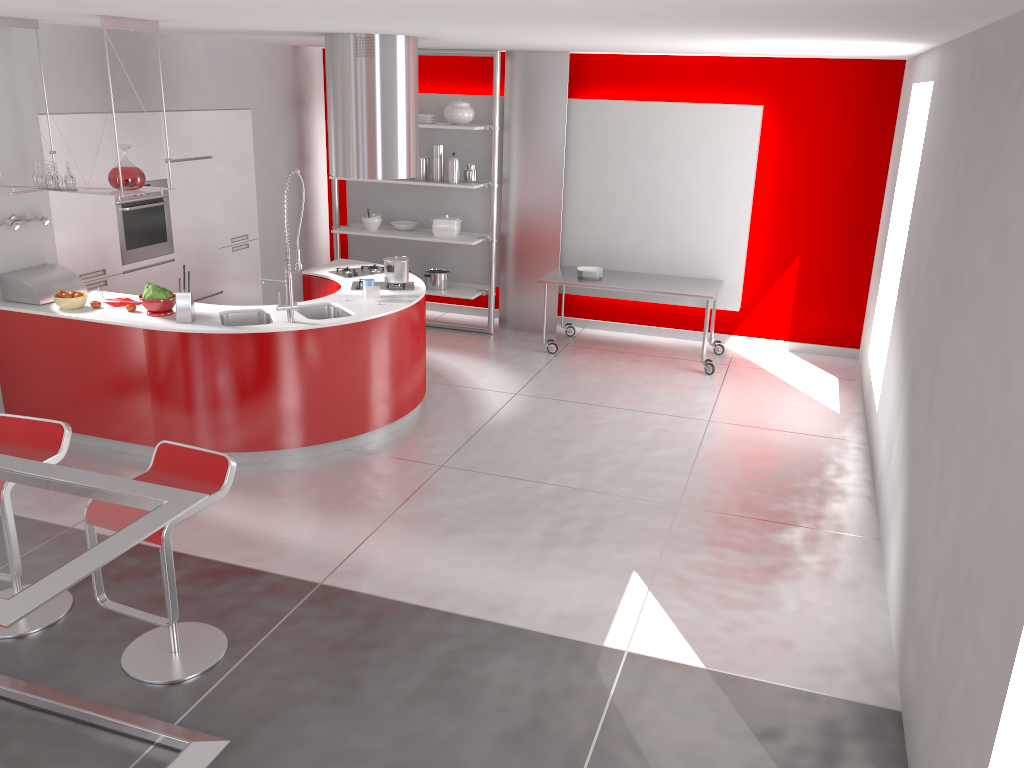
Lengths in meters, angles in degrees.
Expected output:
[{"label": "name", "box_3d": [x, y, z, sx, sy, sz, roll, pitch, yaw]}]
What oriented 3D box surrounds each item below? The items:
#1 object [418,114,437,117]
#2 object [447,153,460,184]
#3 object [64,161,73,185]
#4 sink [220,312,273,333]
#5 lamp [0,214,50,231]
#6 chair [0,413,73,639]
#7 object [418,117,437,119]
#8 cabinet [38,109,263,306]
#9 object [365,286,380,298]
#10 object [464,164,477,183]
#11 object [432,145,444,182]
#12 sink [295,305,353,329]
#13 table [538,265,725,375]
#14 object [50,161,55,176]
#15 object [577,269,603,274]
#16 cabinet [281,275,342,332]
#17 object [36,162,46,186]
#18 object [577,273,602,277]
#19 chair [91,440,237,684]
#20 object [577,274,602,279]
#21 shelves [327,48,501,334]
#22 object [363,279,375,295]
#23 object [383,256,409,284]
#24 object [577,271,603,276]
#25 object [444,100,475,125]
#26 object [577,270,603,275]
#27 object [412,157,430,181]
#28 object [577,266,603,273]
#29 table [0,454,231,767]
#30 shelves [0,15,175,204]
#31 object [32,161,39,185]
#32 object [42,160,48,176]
[{"label": "object", "box_3d": [-0.812, -2.474, 8.204, 0.200, 0.030, 0.200, 8, 20, 17]}, {"label": "object", "box_3d": [-0.533, -1.977, 8.115, 0.115, 0.274, 0.115, 5, 19, 10]}, {"label": "object", "box_3d": [-2.781, -1.321, 5.558, 0.060, 0.141, 0.060, 8, 20, 17]}, {"label": "sink", "box_3d": [-1.665, -0.318, 5.585, 0.326, 0.172, 0.428, -5, 20, -20]}, {"label": "lamp", "box_3d": [-3.161, -1.047, 5.745, 0.155, 0.081, 0.454, 8, 20, 17]}, {"label": "chair", "box_3d": [-2.186, 0.610, 3.868, 0.418, 0.857, 0.460, 6, 19, 13]}, {"label": "object", "box_3d": [-0.813, -2.459, 8.209, 0.200, 0.030, 0.200, 8, 20, 17]}, {"label": "cabinet", "box_3d": [-3.052, -1.202, 7.327, 0.614, 2.026, 2.398, 8, 20, 17]}, {"label": "object", "box_3d": [-0.954, -0.630, 6.052, 0.100, 0.080, 0.109, -2, 19, -11]}, {"label": "object", "box_3d": [-0.388, -1.965, 8.276, 0.127, 0.157, 0.127, 12, 21, 27]}, {"label": "object", "box_3d": [-0.682, -2.040, 8.202, 0.109, 0.329, 0.110, 7, 19, 15]}, {"label": "sink", "box_3d": [-1.230, -0.376, 5.794, 0.326, 0.172, 0.428, -10, 22, -31]}, {"label": "table", "box_3d": [1.096, -0.606, 8.045, 1.627, 0.682, 0.749, 8, 20, 18]}, {"label": "object", "box_3d": [-2.881, -1.326, 5.565, 0.060, 0.141, 0.060, 8, 20, 17]}, {"label": "object", "box_3d": [0.703, -1.018, 8.003, 0.228, 0.020, 0.228, 2, 19, 0]}, {"label": "cabinet", "box_3d": [-2.102, -0.252, 6.293, 1.875, 0.761, 1.025, -7, 21, -25]}, {"label": "object", "box_3d": [-2.906, -1.295, 5.469, 0.060, 0.141, 0.060, 0, 19, -5]}, {"label": "object", "box_3d": [0.702, -0.989, 8.013, 0.228, 0.020, 0.228, 2, 19, 0]}, {"label": "chair", "box_3d": [-1.396, 0.719, 3.618, 0.418, 0.857, 0.460, 9, 20, 22]}, {"label": "object", "box_3d": [0.701, -0.980, 8.016, 0.228, 0.020, 0.228, 2, 19, 0]}, {"label": "shelves", "box_3d": [-0.954, -1.828, 8.477, 1.735, 2.599, 0.535, 8, 20, 17]}, {"label": "object", "box_3d": [-0.995, -0.679, 6.165, 0.080, 0.100, 0.109, -1, 19, -8]}, {"label": "object", "box_3d": [-0.842, -0.837, 6.463, 0.189, 0.185, 0.218, -5, 20, -19]}, {"label": "object", "box_3d": [0.702, -0.999, 8.010, 0.228, 0.020, 0.228, 2, 19, 0]}, {"label": "object", "box_3d": [-0.482, -2.488, 8.120, 0.287, 0.222, 0.287, -8, 21, -26]}, {"label": "object", "box_3d": [0.702, -1.009, 8.007, 0.228, 0.020, 0.228, 2, 19, 0]}, {"label": "object", "box_3d": [-0.861, -2.021, 8.320, 0.184, 0.205, 0.172, 10, 20, 22]}, {"label": "object", "box_3d": [0.703, -1.028, 8.000, 0.228, 0.020, 0.228, 2, 19, 0]}, {"label": "table", "box_3d": [-1.945, 0.846, 2.968, 1.700, 1.000, 0.800, 8, 20, 17]}, {"label": "shelves", "box_3d": [-2.612, -1.654, 5.340, 0.934, 1.023, 0.462, 8, 20, 17]}, {"label": "object", "box_3d": [-2.968, -1.320, 5.537, 0.060, 0.141, 0.060, 8, 20, 17]}, {"label": "object", "box_3d": [-2.951, -1.346, 5.617, 0.060, 0.141, 0.060, 8, 20, 17]}]
